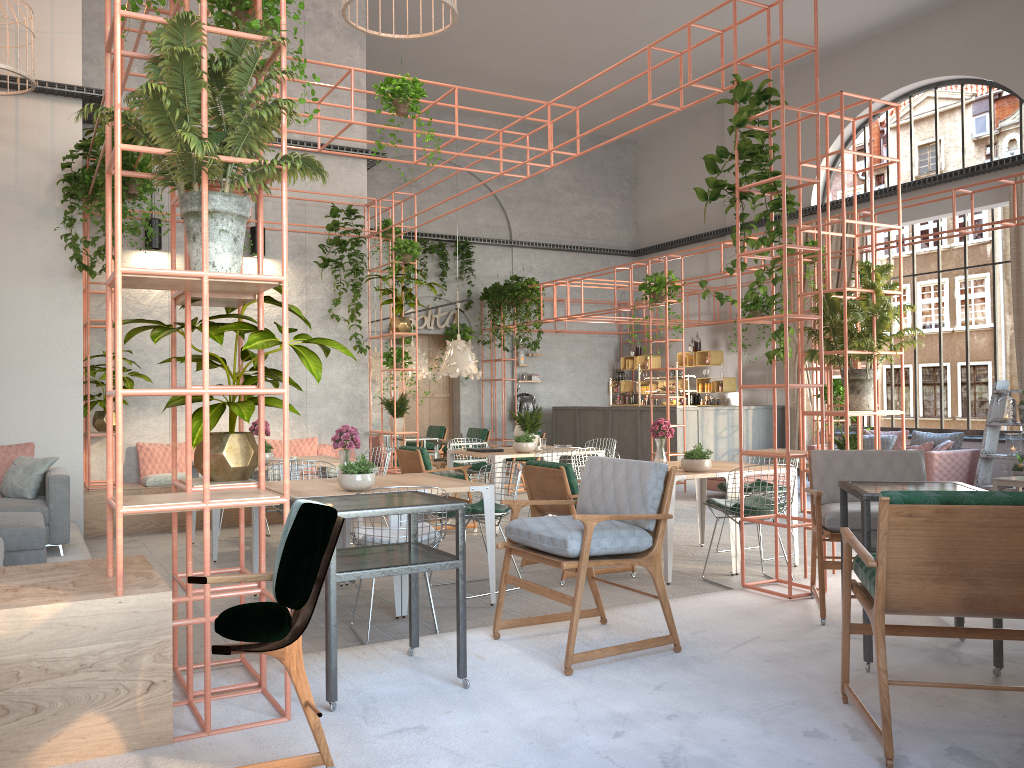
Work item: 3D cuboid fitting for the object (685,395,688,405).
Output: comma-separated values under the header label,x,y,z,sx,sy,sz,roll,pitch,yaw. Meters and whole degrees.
label,x,y,z,sx,sy,sz,roll,pitch,yaw
object,3.462,0.292,17.618,0.072,0.248,0.094,0,-1,-29

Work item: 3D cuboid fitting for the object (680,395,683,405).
label,x,y,z,sx,sy,sz,roll,pitch,yaw
object,3.405,0.309,17.710,0.073,0.219,0.105,0,-1,-23

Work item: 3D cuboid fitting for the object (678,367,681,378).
label,x,y,z,sx,sy,sz,roll,pitch,yaw
object,3.400,-0.246,18.059,0.066,0.291,0.066,-1,-1,11

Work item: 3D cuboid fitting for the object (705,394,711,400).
label,x,y,z,sx,sy,sz,roll,pitch,yaw
object,3.796,0.248,17.151,0.115,0.107,0.115,-1,-1,28

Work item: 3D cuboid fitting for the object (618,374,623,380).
label,x,y,z,sx,sy,sz,roll,pitch,yaw
object,2.400,-0.141,19.578,0.115,0.147,0.115,-1,-1,16

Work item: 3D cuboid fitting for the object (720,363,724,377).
label,x,y,z,sx,sy,sz,roll,pitch,yaw
object,4.007,-0.260,16.915,0.075,0.273,0.075,0,-1,-40

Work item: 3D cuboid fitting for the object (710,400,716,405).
label,x,y,z,sx,sy,sz,roll,pitch,yaw
object,3.878,0.351,17.123,0.115,0.107,0.115,0,-1,-23

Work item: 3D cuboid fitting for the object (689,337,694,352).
label,x,y,z,sx,sy,sz,roll,pitch,yaw
object,3.605,-0.781,17.712,0.134,0.301,0.134,0,-1,-40

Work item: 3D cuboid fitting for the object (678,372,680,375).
label,x,y,z,sx,sy,sz,roll,pitch,yaw
object,3.325,-0.175,17.897,0.115,0.147,0.115,0,-1,-20

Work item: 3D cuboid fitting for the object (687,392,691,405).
label,x,y,z,sx,sy,sz,roll,pitch,yaw
object,3.506,0.291,17.527,0.082,0.246,0.082,-1,-1,4

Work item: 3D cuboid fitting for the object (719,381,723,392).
label,x,y,z,sx,sy,sz,roll,pitch,yaw
object,3.978,0.052,16.736,0.131,0.207,0.131,-1,-1,16

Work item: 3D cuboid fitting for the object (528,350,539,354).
label,x,y,z,sx,sy,sz,roll,pitch,yaw
object,0.458,-0.687,18.906,0.263,0.101,0.013,0,-1,-29

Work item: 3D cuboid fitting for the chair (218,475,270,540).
label,x,y,z,sx,sy,sz,roll,pitch,yaw
chair,-2.919,1.146,9.454,0.565,0.941,0.717,0,-1,-28

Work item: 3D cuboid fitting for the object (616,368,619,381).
label,x,y,z,sx,sy,sz,roll,pitch,yaw
object,2.334,-0.210,19.666,0.066,0.291,0.066,-1,-1,31

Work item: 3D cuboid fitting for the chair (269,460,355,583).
label,x,y,z,sx,sy,sz,roll,pitch,yaw
chair,-1.601,1.096,7.058,0.565,0.941,0.717,0,-1,-28

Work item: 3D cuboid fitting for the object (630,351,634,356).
label,x,y,z,sx,sy,sz,roll,pitch,yaw
object,2.602,-0.659,19.166,0.088,0.123,0.088,-1,-1,27

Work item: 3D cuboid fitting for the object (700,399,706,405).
label,x,y,z,sx,sy,sz,roll,pitch,yaw
object,3.707,0.354,17.176,0.115,0.107,0.115,0,-1,-32

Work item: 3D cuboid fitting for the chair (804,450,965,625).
label,x,y,z,sx,sy,sz,roll,pitch,yaw
chair,2.080,0.847,5.055,0.722,0.914,0.685,-1,-1,11

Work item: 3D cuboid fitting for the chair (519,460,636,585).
label,x,y,z,sx,sy,sz,roll,pitch,yaw
chair,0.511,1.080,7.199,0.685,0.917,0.722,0,-1,-29

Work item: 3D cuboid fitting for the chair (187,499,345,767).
label,x,y,z,sx,sy,sz,roll,pitch,yaw
chair,-0.735,0.832,2.506,0.685,0.929,0.722,0,-1,-29

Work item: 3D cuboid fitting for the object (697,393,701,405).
label,x,y,z,sx,sy,sz,roll,pitch,yaw
object,3.697,0.269,17.548,0.074,0.287,0.072,-1,-1,3

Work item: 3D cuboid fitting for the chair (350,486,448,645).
label,x,y,z,sx,sy,sz,roll,pitch,yaw
chair,-0.699,1.062,5.435,0.565,0.941,0.717,0,-1,-13

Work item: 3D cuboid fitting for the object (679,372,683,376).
label,x,y,z,sx,sy,sz,roll,pitch,yaw
object,3.440,-0.176,17.960,0.115,0.147,0.115,0,-1,-20

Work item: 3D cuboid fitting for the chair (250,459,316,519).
label,x,y,z,sx,sy,sz,roll,pitch,yaw
chair,-2.017,1.112,7.831,0.565,0.941,0.717,0,-1,-13

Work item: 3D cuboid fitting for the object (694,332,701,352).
label,x,y,z,sx,sy,sz,roll,pitch,yaw
object,3.666,-0.826,17.528,0.134,0.386,0.134,0,-1,-40

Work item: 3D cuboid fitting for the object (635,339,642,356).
label,x,y,z,sx,sy,sz,roll,pitch,yaw
object,2.740,-0.791,19.209,0.134,0.386,0.134,-1,-1,5

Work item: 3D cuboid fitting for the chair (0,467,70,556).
label,x,y,z,sx,sy,sz,roll,pitch,yaw
chair,-4.323,1.065,7.387,1.127,0.672,1.052,0,-1,-29

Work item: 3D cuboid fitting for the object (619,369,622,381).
label,x,y,z,sx,sy,sz,roll,pitch,yaw
object,2.402,-0.210,19.704,0.066,0.291,0.066,0,-1,-22

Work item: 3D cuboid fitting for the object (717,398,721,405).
label,x,y,z,sx,sy,sz,roll,pitch,yaw
object,3.982,0.338,17.096,0.073,0.131,0.073,0,-1,-36

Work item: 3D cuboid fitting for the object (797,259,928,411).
label,x,y,z,sx,sy,sz,roll,pitch,yaw
object,2.596,-0.352,6.633,0.894,1.100,0.900,-1,-1,0

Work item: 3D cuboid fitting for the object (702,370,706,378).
label,x,y,z,sx,sy,sz,roll,pitch,yaw
object,3.728,-0.197,17.164,0.083,0.159,0.083,-1,-1,16

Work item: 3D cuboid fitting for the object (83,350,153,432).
label,x,y,z,sx,sy,sz,roll,pitch,yaw
object,-4.432,0.062,9.699,0.934,0.919,0.903,-1,-1,33

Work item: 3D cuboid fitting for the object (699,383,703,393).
label,x,y,z,sx,sy,sz,roll,pitch,yaw
object,3.669,0.071,17.207,0.069,0.191,0.069,0,-1,-17

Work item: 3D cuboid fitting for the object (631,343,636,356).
label,x,y,z,sx,sy,sz,roll,pitch,yaw
object,2.680,-0.746,19.394,0.134,0.301,0.134,0,-1,-40

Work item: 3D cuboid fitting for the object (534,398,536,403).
label,x,y,z,sx,sy,sz,roll,pitch,yaw
object,0.504,0.370,18.969,0.033,0.146,0.070,-1,-1,32

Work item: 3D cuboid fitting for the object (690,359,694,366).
label,x,y,z,sx,sy,sz,roll,pitch,yaw
object,3.582,-0.423,17.466,0.123,0.142,0.141,0,-1,-29

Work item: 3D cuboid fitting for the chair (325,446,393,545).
label,x,y,z,sx,sy,sz,roll,pitch,yaw
chair,-1.594,1.127,9.129,0.717,0.941,0.565,0,-1,-33

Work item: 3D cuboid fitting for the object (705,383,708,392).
label,x,y,z,sx,sy,sz,roll,pitch,yaw
object,3.748,0.068,17.064,0.069,0.191,0.069,-1,-1,7

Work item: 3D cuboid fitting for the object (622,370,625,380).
label,x,y,z,sx,sy,sz,roll,pitch,yaw
object,2.474,-0.211,19.741,0.066,0.291,0.066,-1,-1,11

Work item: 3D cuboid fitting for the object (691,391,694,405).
label,x,y,z,sx,sy,sz,roll,pitch,yaw
object,3.551,0.267,17.458,0.066,0.291,0.066,0,-1,-45

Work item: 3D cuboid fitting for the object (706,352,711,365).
label,x,y,z,sx,sy,sz,roll,pitch,yaw
object,3.819,-0.489,17.165,0.137,0.261,0.137,-1,-1,7

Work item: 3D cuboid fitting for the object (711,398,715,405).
label,x,y,z,sx,sy,sz,roll,pitch,yaw
object,3.859,0.338,17.022,0.073,0.131,0.073,0,-1,-36

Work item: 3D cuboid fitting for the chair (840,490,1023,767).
label,x,y,z,sx,sy,sz,roll,pitch,yaw
chair,1.617,0.823,3.203,0.722,0.917,0.685,-1,-1,11

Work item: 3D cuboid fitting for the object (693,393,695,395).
label,x,y,z,sx,sy,sz,roll,pitch,yaw
object,3.649,0.292,17.722,0.072,0.248,0.094,0,-1,-29

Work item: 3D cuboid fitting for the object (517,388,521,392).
label,x,y,z,sx,sy,sz,roll,pitch,yaw
object,0.139,0.117,18.765,0.093,0.121,0.049,0,-1,-26

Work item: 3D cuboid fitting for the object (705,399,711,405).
label,x,y,z,sx,sy,sz,roll,pitch,yaw
object,3.770,0.352,17.063,0.115,0.107,0.115,-1,-1,28

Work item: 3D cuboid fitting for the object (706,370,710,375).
label,x,y,z,sx,sy,sz,roll,pitch,yaw
object,3.772,-0.198,17.084,0.083,0.159,0.083,-1,-1,16

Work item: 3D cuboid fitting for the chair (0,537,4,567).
label,x,y,z,sx,sy,sz,roll,pitch,yaw
chair,-3.389,0.974,4.846,1.056,0.586,1.127,0,-1,-29

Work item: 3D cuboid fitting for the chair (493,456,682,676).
label,x,y,z,sx,sy,sz,roll,pitch,yaw
chair,0.366,0.849,4.441,0.685,0.929,0.722,0,-1,-29

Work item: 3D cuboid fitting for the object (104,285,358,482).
label,x,y,z,sx,sy,sz,roll,pitch,yaw
object,-1.213,-0.030,3.955,0.934,0.923,0.903,-1,-1,28

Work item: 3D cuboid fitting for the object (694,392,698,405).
label,x,y,z,sx,sy,sz,roll,pitch,yaw
object,3.627,0.272,17.506,0.065,0.280,0.065,-1,-1,15

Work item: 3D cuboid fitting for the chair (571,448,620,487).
label,x,y,z,sx,sy,sz,roll,pitch,yaw
chair,0.911,1.089,8.385,0.565,0.941,0.717,0,-1,-28

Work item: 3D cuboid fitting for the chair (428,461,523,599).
label,x,y,z,sx,sy,sz,roll,pitch,yaw
chair,-0.276,1.077,6.733,0.717,0.941,0.565,0,-1,-33

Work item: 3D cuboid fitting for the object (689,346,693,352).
label,x,y,z,sx,sy,sz,roll,pitch,yaw
object,3.528,-0.694,17.484,0.088,0.123,0.088,-1,-1,27

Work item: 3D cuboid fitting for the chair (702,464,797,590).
label,x,y,z,sx,sy,sz,roll,pitch,yaw
chair,1.813,1.055,6.762,0.565,0.941,0.717,0,-1,-13

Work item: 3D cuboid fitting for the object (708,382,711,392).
label,x,y,z,sx,sy,sz,roll,pitch,yaw
object,3.791,0.066,16.985,0.069,0.191,0.069,0,-1,-12
